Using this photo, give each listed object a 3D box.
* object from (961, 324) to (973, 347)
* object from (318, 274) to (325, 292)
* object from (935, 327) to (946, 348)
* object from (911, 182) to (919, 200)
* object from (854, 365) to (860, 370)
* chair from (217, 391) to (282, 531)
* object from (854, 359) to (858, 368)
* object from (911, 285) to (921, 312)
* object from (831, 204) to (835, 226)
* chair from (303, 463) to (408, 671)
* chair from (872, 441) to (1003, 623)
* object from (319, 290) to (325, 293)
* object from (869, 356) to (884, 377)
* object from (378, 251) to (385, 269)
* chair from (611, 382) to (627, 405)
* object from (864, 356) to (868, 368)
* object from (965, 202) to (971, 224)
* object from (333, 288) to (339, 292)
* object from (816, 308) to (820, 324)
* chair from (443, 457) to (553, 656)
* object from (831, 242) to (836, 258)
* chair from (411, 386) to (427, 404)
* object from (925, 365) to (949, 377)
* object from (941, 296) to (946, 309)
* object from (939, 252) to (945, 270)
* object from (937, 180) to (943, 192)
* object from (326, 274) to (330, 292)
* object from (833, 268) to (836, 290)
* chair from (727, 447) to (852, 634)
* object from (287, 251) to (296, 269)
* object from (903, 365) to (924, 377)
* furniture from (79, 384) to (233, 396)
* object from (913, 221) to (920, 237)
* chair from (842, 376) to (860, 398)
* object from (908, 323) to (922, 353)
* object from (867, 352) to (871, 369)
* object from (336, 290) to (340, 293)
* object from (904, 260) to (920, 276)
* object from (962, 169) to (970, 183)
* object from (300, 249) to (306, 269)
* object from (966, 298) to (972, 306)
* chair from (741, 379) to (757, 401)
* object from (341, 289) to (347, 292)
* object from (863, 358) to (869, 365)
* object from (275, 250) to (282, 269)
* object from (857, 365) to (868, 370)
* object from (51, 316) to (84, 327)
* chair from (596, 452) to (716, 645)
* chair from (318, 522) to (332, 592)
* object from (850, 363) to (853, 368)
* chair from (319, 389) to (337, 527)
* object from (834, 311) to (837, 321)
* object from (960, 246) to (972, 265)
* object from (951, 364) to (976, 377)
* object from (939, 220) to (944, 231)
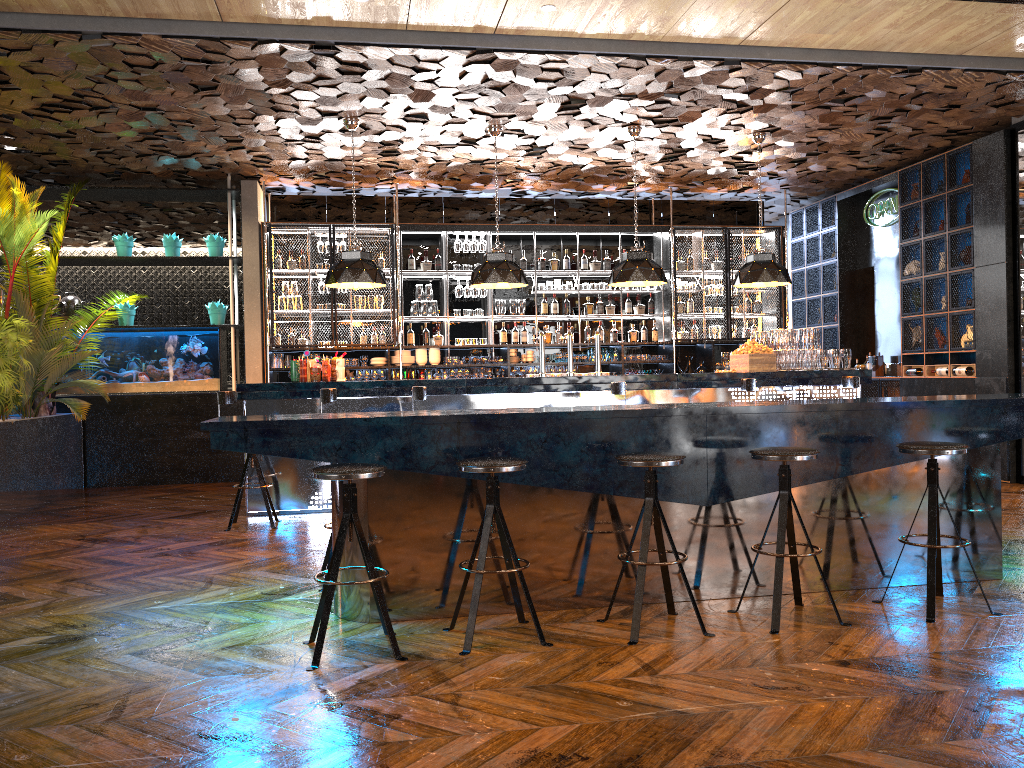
[{"bbox_3d":[4.962,-0.514,9.486,0.164,0.303,0.341,-1,1,-5],"label":"object"},{"bbox_3d":[-2.342,-1.239,10.892,0.081,0.213,0.081,-1,1,-4],"label":"object"},{"bbox_3d":[4.838,-0.503,9.934,0.131,0.280,0.208,-2,1,-28],"label":"object"},{"bbox_3d":[4.775,-2.227,10.314,0.126,0.249,0.253,-2,1,-40],"label":"object"},{"bbox_3d":[4.588,-0.171,11.593,0.228,0.164,0.117,-1,1,-9],"label":"object"},{"bbox_3d":[-2.158,0.609,7.257,0.476,1.108,0.419,-1,1,-10],"label":"chair"},{"bbox_3d":[4.549,-0.212,11.689,0.065,0.237,0.065,-2,1,-42],"label":"object"},{"bbox_3d":[4.790,-0.985,10.352,0.167,0.356,0.255,-1,1,-5],"label":"object"},{"bbox_3d":[4.431,-2.290,12.102,0.116,0.358,0.198,-1,1,-10],"label":"object"},{"bbox_3d":[-0.699,0.756,3.859,0.419,0.813,0.419,-1,1,-15],"label":"chair"},{"bbox_3d":[2.062,0.690,4.336,0.419,0.813,0.419,-1,1,-15],"label":"chair"},{"bbox_3d":[-2.367,-1.240,11.033,0.081,0.213,0.081,-1,1,-4],"label":"object"},{"bbox_3d":[4.619,-0.223,11.246,0.116,0.264,0.144,-1,1,-10],"label":"object"},{"bbox_3d":[-1.633,-1.538,11.096,0.073,0.246,0.072,-1,1,5],"label":"object"},{"bbox_3d":[0.767,0.539,7.687,0.476,1.108,0.419,-1,1,5],"label":"chair"},{"bbox_3d":[4.657,-0.231,11.622,0.080,0.279,0.080,-1,1,38],"label":"object"},{"bbox_3d":[4.934,-1.813,9.477,0.114,0.290,0.249,-1,1,-10],"label":"object"},{"bbox_3d":[-2.162,-1.244,10.923,0.081,0.213,0.081,-1,1,-4],"label":"object"},{"bbox_3d":[4.448,-0.956,12.518,0.290,0.290,0.097,-1,1,28],"label":"object"},{"bbox_3d":[-0.081,0.741,4.012,0.419,0.813,0.419,-1,1,-15],"label":"chair"},{"bbox_3d":[4.443,-1.821,12.077,0.097,0.290,0.290,-1,1,-12],"label":"object"},{"bbox_3d":[-0.585,0.573,7.347,0.476,1.108,0.419,-1,1,-10],"label":"chair"},{"bbox_3d":[4.796,-0.148,9.898,0.122,0.132,0.396,-1,1,-10],"label":"object"},{"bbox_3d":[4.889,-0.900,9.939,0.096,0.210,0.183,-1,1,-7],"label":"object"},{"bbox_3d":[4.895,-1.357,9.892,0.126,0.249,0.253,-2,1,-40],"label":"object"},{"bbox_3d":[4.859,-2.265,9.902,0.152,0.332,0.289,-1,1,-18],"label":"object"},{"bbox_3d":[-2.248,-1.241,10.908,0.081,0.213,0.081,-1,1,-4],"label":"object"},{"bbox_3d":[4.481,-1.423,12.113,0.116,0.358,0.198,-2,1,-40],"label":"object"},{"bbox_3d":[1.302,0.708,4.215,0.419,0.813,0.419,-1,1,-15],"label":"chair"},{"bbox_3d":[-2.710,-1.516,10.894,0.108,0.244,0.108,-1,1,-21],"label":"object"},{"bbox_3d":[4.724,-0.151,10.318,0.122,0.133,0.396,-1,1,-10],"label":"object"},{"bbox_3d":[-8.660,0.678,13.696,9.798,1.137,3.595,-1,1,-10],"label":"furniture"},{"bbox_3d":[4.765,-1.795,10.343,0.126,0.249,0.253,-1,1,-10],"label":"object"},{"bbox_3d":[2.978,0.485,8.193,0.476,1.108,0.419,-1,1,0],"label":"chair"},{"bbox_3d":[4.795,-0.543,10.360,0.175,0.351,0.369,-1,1,-5],"label":"object"},{"bbox_3d":[4.654,-0.254,11.525,0.086,0.313,0.086,-1,1,33],"label":"object"},{"bbox_3d":[-2.187,-1.244,11.065,0.081,0.213,0.081,-1,1,-4],"label":"object"},{"bbox_3d":[4.781,-1.345,10.338,0.192,0.221,0.403,-2,1,-41],"label":"object"},{"bbox_3d":[4.923,-2.206,9.479,0.138,0.222,0.278,-1,1,-9],"label":"object"},{"bbox_3d":[-2.580,-1.529,10.932,0.075,0.261,0.075,-1,1,39],"label":"object"},{"bbox_3d":[4.948,-0.906,9.514,0.119,0.220,0.212,-2,1,-26],"label":"object"},{"bbox_3d":[1.956,0.510,7.946,0.476,1.108,0.419,-1,1,5],"label":"chair"},{"bbox_3d":[-2.073,-1.246,10.939,0.081,0.213,0.081,-1,1,-4],"label":"object"},{"bbox_3d":[4.771,-0.241,11.722,0.165,0.294,0.229,-2,1,-41],"label":"object"},{"bbox_3d":[-2.871,-1.522,10.906,0.075,0.260,0.075,-1,1,39],"label":"object"},{"bbox_3d":[4.530,-0.168,11.452,0.106,0.164,0.106,-1,1,-20],"label":"object"},{"bbox_3d":[-5.242,-0.724,10.449,0.320,0.135,0.250,-1,1,-10],"label":"object"},{"bbox_3d":[0.648,0.724,4.102,0.419,0.813,0.419,-1,1,-15],"label":"chair"},{"bbox_3d":[-0.941,0.749,5.204,0.419,0.813,0.419,-1,1,-15],"label":"chair"},{"bbox_3d":[4.515,-0.230,11.840,0.080,0.279,0.080,-1,1,38],"label":"object"},{"bbox_3d":[-1.339,0.590,7.335,0.476,1.108,0.419,-1,1,-10],"label":"chair"},{"bbox_3d":[4.551,-0.919,12.112,0.278,0.222,0.138,-1,1,20],"label":"object"},{"bbox_3d":[4.940,-1.355,9.492,0.266,0.239,0.265,-2,1,-31],"label":"object"},{"bbox_3d":[4.870,-0.147,9.472,0.123,0.132,0.396,-1,1,-9],"label":"object"},{"bbox_3d":[4.879,-1.754,9.923,0.210,0.168,0.105,-1,1,-10],"label":"object"}]
